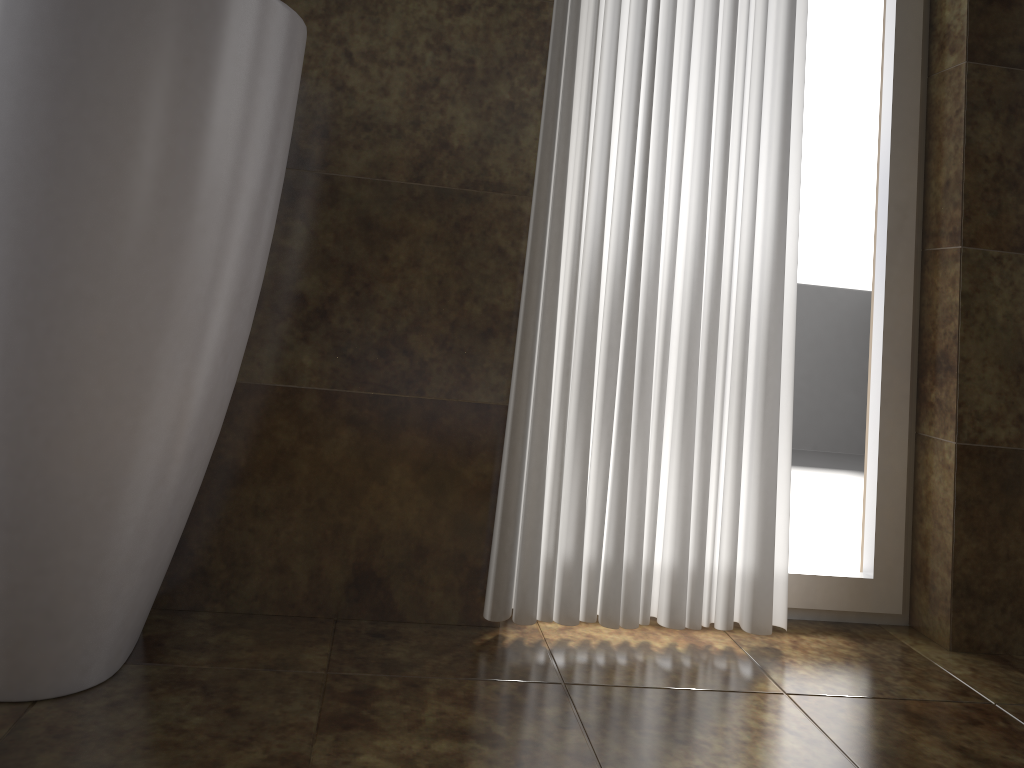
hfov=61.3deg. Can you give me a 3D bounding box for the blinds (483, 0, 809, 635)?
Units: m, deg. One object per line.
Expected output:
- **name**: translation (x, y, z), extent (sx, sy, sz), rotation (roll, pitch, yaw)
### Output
- **blinds**: translation (0.319, -0.737, 1.565), extent (0.517, 2.296, 0.066), rotation (6, -8, -7)

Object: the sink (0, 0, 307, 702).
- **sink**: translation (-0.562, -0.201, 1.191), extent (0.458, 1.152, 0.429), rotation (6, -6, -5)
